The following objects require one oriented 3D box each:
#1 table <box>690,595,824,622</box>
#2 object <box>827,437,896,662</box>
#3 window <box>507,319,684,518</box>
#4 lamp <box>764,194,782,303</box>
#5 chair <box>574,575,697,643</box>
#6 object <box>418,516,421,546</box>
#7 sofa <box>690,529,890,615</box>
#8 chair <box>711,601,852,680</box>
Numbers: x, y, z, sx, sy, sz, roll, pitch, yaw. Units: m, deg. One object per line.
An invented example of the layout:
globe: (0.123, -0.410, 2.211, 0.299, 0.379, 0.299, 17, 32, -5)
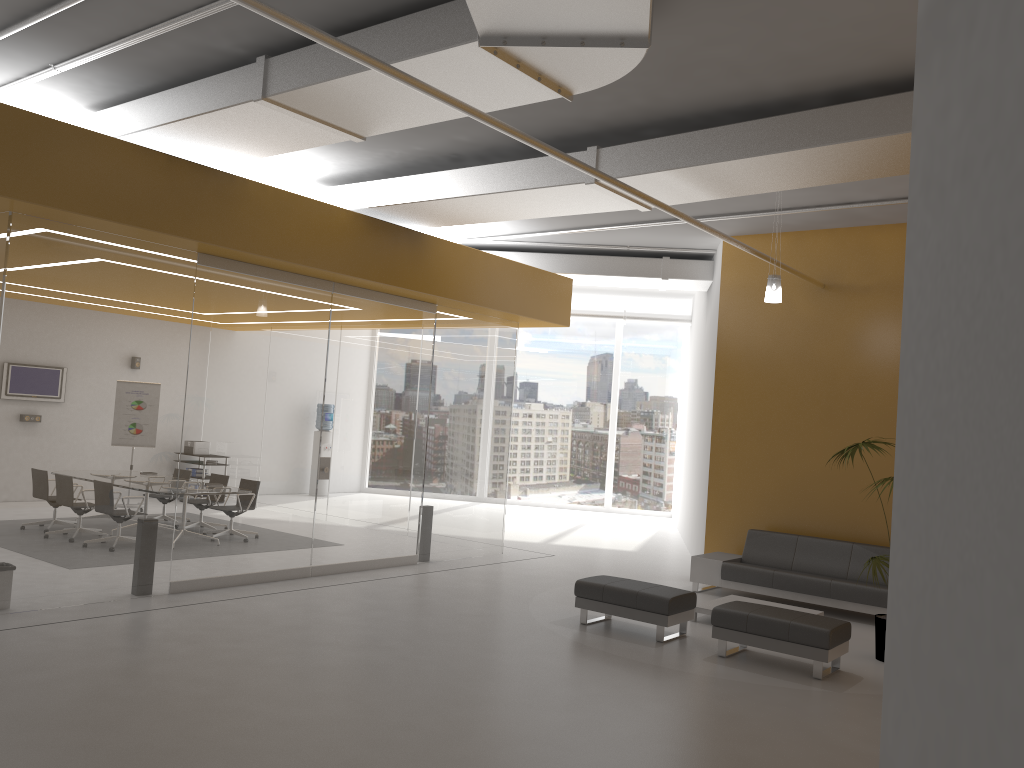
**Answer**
table: (2.487, 2.350, 8.976, 1.000, 0.150, 1.000, 2, -3, 38)
object: (3.301, 1.454, 7.884, 0.912, 1.956, 1.222, 5, -3, -12)
window: (0.873, 0.531, 20.027, 8.533, 4.498, 0.100, 4, -2, 8)
lamp: (2.719, -1.453, 9.119, 0.174, 1.227, 0.174, 4, -3, -11)
chair: (1.147, 2.091, 8.327, 1.012, 0.423, 0.575, 2, -3, 38)
object: (-1.139, 1.922, 11.420, 0.124, 0.706, 0.152, 2, -3, 33)
sofa: (3.308, 2.150, 10.116, 2.400, 0.761, 0.860, 2, -3, 38)
chair: (2.249, 2.131, 7.451, 1.012, 0.423, 0.575, 2, -3, 38)
